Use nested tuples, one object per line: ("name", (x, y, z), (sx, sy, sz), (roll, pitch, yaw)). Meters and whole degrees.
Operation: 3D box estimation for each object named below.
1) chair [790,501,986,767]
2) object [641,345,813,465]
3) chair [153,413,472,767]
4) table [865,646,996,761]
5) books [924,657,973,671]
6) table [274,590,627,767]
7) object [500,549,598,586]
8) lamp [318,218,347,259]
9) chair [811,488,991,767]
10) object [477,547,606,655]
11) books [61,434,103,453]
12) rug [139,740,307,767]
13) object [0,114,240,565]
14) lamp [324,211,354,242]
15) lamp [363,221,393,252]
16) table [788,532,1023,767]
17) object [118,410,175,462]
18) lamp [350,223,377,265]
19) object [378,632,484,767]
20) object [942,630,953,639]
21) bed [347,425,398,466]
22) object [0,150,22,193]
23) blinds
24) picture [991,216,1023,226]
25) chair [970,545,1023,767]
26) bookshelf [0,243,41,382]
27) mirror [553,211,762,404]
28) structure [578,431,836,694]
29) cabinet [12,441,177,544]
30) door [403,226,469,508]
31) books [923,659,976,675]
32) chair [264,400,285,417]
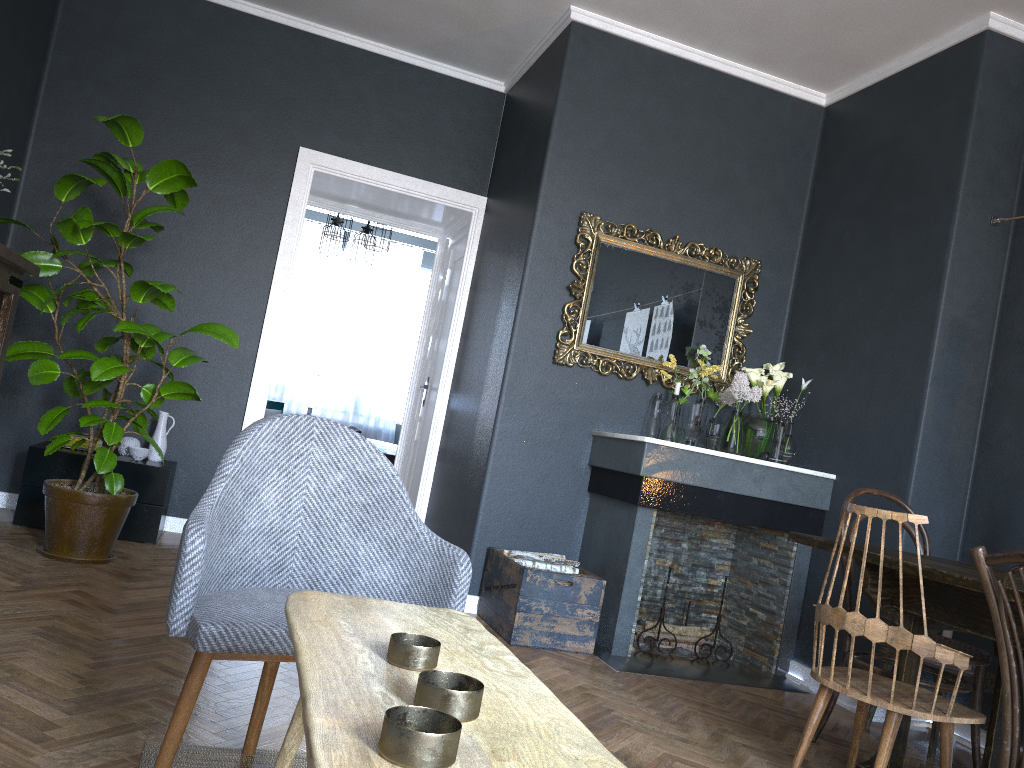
("chair", (1.001, 0.770, 2.375), (0.384, 0.856, 0.455), (13, -4, -32))
("object", (1.091, 0.084, 4.410), (0.727, 0.546, 0.474), (12, -3, -14))
("chair", (-0.454, 0.482, 1.949), (0.646, 0.810, 0.494), (13, -4, -39))
("table", (1.641, 1.231, 3.399), (0.364, 0.317, 0.369), (12, -3, -17))
("books", (1.656, 1.048, 3.421), (0.207, 0.024, 0.263), (9, -4, 26))
("table", (-0.152, 0.618, 1.069), (0.340, 0.549, 0.787), (12, -4, -17))
("object", (0.138, 0.901, 4.041), (0.370, 0.246, 0.533), (12, -4, -17))
("lamp", (-1.581, -1.562, 8.098), (0.210, 0.804, 0.210), (11, -3, -3))
("chair", (1.355, 0.843, 3.036), (0.438, 0.920, 0.549), (12, -3, -14))
("object", (0.120, 0.975, 4.036), (0.383, 0.326, 0.552), (12, -4, -17))
("books", (-2.212, 0.303, 4.552), (0.215, 0.066, 0.162), (12, -4, -21))
("rug", (-0.082, 0.920, 1.235), (1.004, 0.013, 2.011), (12, -4, -17))
("object", (-1.819, -0.197, 3.879), (1.119, 1.897, 0.763), (12, -3, -23))
("lamp", (-1.461, -1.615, 7.728), (0.210, 0.713, 0.210), (11, -3, -3))
("lamp", (-1.084, -1.522, 7.542), (0.210, 0.769, 0.210), (11, -3, -3))
("table", (1.584, 0.933, 2.227), (1.127, 0.727, 1.604), (12, -4, -17))
("object", (-1.938, 0.257, 4.636), (0.228, 0.268, 0.229), (10, -3, 17))
("lamp", (-1.376, -1.527, 8.484), (0.210, 0.746, 0.210), (11, -3, -3))
("object", (-0.084, 0.327, 0.946), (0.103, 0.033, 0.369), (11, -4, -6))
("object", (1.680, 0.951, 3.417), (0.074, 0.173, 0.075), (9, -3, 28))
("bed", (-0.760, 0.655, 8.161), (2.377, 1.161, 2.265), (12, -4, -17))
("object", (-1.921, -0.711, 3.077), (0.386, 0.412, 0.275), (13, -4, -39))
("blinds", (-2.019, -0.318, 9.721), (3.996, 2.786, 0.312), (12, -3, -17))
("picture", (2.644, -0.353, 1.645), (0.058, 0.770, 4.457), (12, -4, -17))
("chair", (1.139, 0.768, 1.734), (0.467, 0.819, 0.363), (12, -3, -17))
("bookshelf", (-1.918, 0.060, 2.528), (0.451, 1.171, 1.918), (12, -4, -17))
("mirror", (0.765, -0.377, 4.523), (1.057, 0.783, 0.067), (12, -3, -17))
("structure", (0.889, 0.809, 4.187), (1.066, 0.980, 0.834), (12, -3, -17))
("cabinet", (-2.112, 0.554, 4.551), (0.651, 0.390, 0.456), (12, -3, -17))
("door", (-0.479, 0.034, 5.869), (0.162, 2.185, 0.857), (12, -3, -17))
("books", (1.670, 1.069, 3.424), (0.219, 0.013, 0.273), (9, -4, 30))
("chair", (-2.606, 0.549, 9.117), (0.436, 0.798, 0.592), (12, -3, -17))
